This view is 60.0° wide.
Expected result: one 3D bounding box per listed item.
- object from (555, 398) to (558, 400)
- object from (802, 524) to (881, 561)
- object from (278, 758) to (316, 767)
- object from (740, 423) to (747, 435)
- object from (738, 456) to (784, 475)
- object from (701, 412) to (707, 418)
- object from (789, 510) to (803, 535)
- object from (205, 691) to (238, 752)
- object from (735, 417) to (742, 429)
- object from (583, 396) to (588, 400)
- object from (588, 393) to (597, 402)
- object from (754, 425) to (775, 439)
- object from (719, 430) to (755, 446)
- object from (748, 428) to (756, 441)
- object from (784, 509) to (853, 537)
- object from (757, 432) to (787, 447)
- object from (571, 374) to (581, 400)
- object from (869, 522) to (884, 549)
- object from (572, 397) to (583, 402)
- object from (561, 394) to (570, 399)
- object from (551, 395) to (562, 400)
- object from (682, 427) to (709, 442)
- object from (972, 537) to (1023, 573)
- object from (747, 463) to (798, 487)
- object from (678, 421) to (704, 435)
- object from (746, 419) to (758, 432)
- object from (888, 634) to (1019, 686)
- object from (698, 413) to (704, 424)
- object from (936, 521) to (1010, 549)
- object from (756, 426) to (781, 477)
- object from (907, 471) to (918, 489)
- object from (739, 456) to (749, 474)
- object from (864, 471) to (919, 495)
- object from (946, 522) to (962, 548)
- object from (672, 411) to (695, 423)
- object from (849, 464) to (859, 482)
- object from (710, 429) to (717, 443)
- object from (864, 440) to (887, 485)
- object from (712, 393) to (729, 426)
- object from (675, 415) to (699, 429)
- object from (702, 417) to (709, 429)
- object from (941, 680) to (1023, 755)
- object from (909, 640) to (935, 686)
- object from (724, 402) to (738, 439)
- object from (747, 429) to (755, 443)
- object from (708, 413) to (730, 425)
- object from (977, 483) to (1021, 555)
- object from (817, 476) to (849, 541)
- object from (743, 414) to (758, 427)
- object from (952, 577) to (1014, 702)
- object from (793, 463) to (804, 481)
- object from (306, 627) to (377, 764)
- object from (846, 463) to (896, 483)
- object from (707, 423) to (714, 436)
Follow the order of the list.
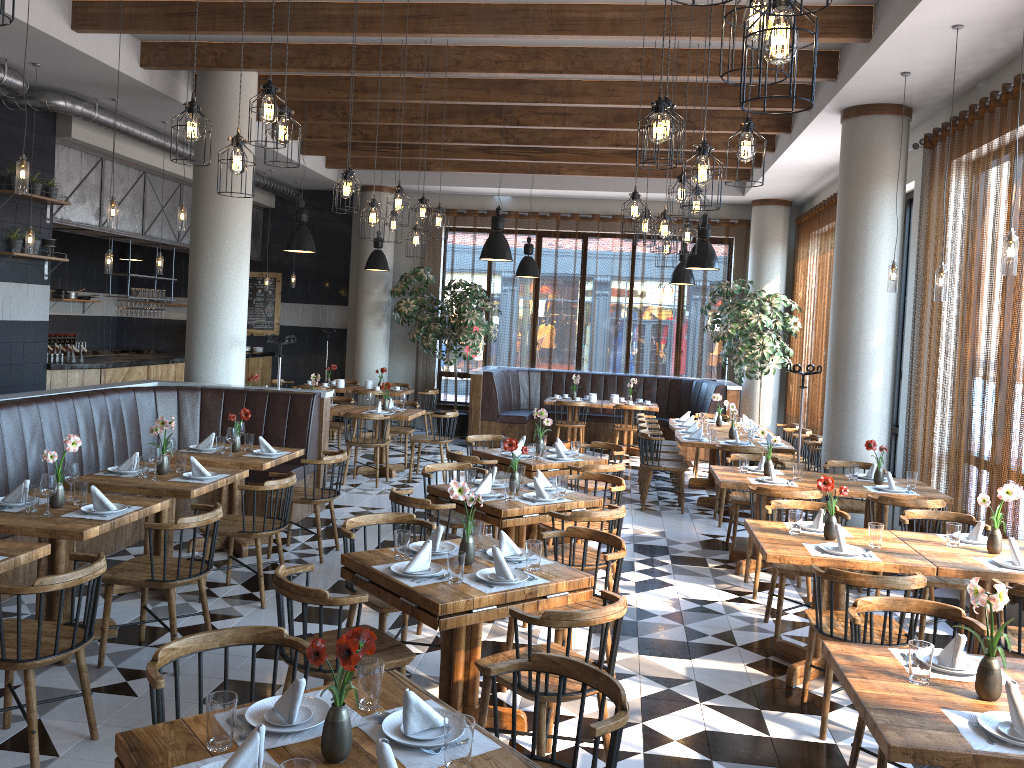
[{"bbox_3d":[0.678,0.231,13.564,0.053,0.025,0.049,3,3,-4],"label":"object"},{"bbox_3d":[1.766,0.832,4.752,0.352,0.137,0.272,3,3,7],"label":"object"},{"bbox_3d":[-0.477,0.909,1.951,0.080,0.132,0.080,4,2,32],"label":"object"},{"bbox_3d":[2.637,0.515,10.110,0.080,0.132,0.080,3,2,-8],"label":"object"},{"bbox_3d":[2.100,0.665,7.461,0.352,0.137,0.272,3,3,7],"label":"object"},{"bbox_3d":[2.416,0.430,11.196,0.080,0.132,0.080,3,2,-8],"label":"object"},{"bbox_3d":[1.637,0.803,5.120,0.080,0.132,0.080,3,2,-8],"label":"object"},{"bbox_3d":[-0.751,0.872,2.284,0.080,0.132,0.080,4,2,32],"label":"object"},{"bbox_3d":[2.752,0.476,10.770,0.080,0.132,0.080,3,2,-8],"label":"object"},{"bbox_3d":[1.189,0.218,13.838,0.176,0.067,0.176,4,4,17],"label":"object"},{"bbox_3d":[1.229,0.211,13.521,0.129,0.128,0.130,1,3,-39],"label":"object"},{"bbox_3d":[2.828,0.534,9.936,0.272,0.137,0.352,3,4,7],"label":"object"},{"bbox_3d":[2.356,0.554,9.284,0.352,0.137,0.272,3,3,7],"label":"object"},{"bbox_3d":[2.603,0.546,9.630,0.080,0.132,0.080,3,2,-8],"label":"object"},{"bbox_3d":[1.827,0.799,5.281,0.352,0.137,0.272,3,3,7],"label":"object"},{"bbox_3d":[2.756,0.570,9.367,0.272,0.137,0.352,3,4,7],"label":"object"},{"bbox_3d":[0.986,0.054,13.649,0.146,0.399,0.207,2,2,-26],"label":"object"},{"bbox_3d":[2.008,0.838,4.893,0.080,0.132,0.080,3,2,-8],"label":"object"},{"bbox_3d":[0.988,0.238,13.386,0.176,0.067,0.175,6,5,42],"label":"object"},{"bbox_3d":[0.841,0.194,13.914,0.175,0.067,0.176,0,5,-38],"label":"object"},{"bbox_3d":[0.689,0.203,13.662,0.175,0.067,0.176,3,4,-1],"label":"object"},{"bbox_3d":[1.966,0.520,9.489,0.272,0.137,0.352,3,4,7],"label":"object"},{"bbox_3d":[2.647,0.886,4.642,0.352,0.137,0.272,3,3,7],"label":"object"},{"bbox_3d":[2.040,0.698,6.932,0.352,0.137,0.272,3,3,7],"label":"object"},{"bbox_3d":[2.038,0.485,10.058,0.272,0.137,0.352,3,4,7],"label":"object"},{"bbox_3d":[2.910,0.494,10.595,0.272,0.137,0.352,3,4,7],"label":"object"},{"bbox_3d":[1.558,0.932,3.136,0.352,0.137,0.272,3,3,7],"label":"object"},{"bbox_3d":[2.365,0.434,11.097,0.080,0.132,0.080,3,2,-8],"label":"object"},{"bbox_3d":[2.707,0.853,5.172,0.352,0.137,0.272,3,3,7],"label":"object"},{"bbox_3d":[2.082,0.549,7.221,0.206,0.399,0.146,2,2,-29],"label":"object"},{"bbox_3d":[3.141,0.756,6.963,0.080,0.132,0.080,4,2,32],"label":"object"},{"bbox_3d":[1.910,0.669,7.297,0.080,0.132,0.080,3,2,-8],"label":"object"},{"bbox_3d":[2.920,0.752,6.822,0.352,0.137,0.272,3,3,7],"label":"object"},{"bbox_3d":[2.498,0.855,5.013,0.080,0.132,0.080,5,3,42],"label":"object"},{"bbox_3d":[2.192,0.409,11.290,0.272,0.137,0.352,3,4,7],"label":"object"},{"bbox_3d":[2.771,0.721,7.190,0.080,0.132,0.080,4,2,32],"label":"object"},{"bbox_3d":[2.105,0.545,9.271,0.080,0.132,0.080,3,2,-8],"label":"object"},{"bbox_3d":[2.911,0.622,7.107,0.171,0.355,0.156,4,2,30],"label":"object"},{"bbox_3d":[2.566,0.320,10.948,0.206,0.399,0.146,3,2,6],"label":"object"},{"bbox_3d":[2.120,0.444,10.717,0.272,0.137,0.352,3,4,7],"label":"object"},{"bbox_3d":[2.295,0.468,10.543,0.080,0.132,0.080,3,2,-8],"label":"object"},{"bbox_3d":[1.497,0.965,2.607,0.352,0.137,0.272,3,3,7],"label":"object"},{"bbox_3d":[1.367,0.936,2.967,0.080,0.132,0.080,3,2,-8],"label":"object"},{"bbox_3d":[2.391,0.397,9.685,0.146,0.399,0.207,3,2,12],"label":"object"},{"bbox_3d":[2.542,0.555,9.451,0.080,0.132,0.080,3,2,-8],"label":"object"},{"bbox_3d":[2.601,0.427,11.347,0.352,0.137,0.272,3,3,7],"label":"object"},{"bbox_3d":[2.672,0.740,4.873,0.207,0.399,0.146,3,2,11],"label":"object"},{"bbox_3d":[1.815,0.704,5.066,0.156,0.355,0.171,3,2,-14],"label":"object"},{"bbox_3d":[2.986,0.457,11.201,0.272,0.137,0.352,3,4,7],"label":"object"},{"bbox_3d":[1.524,0.817,2.861,0.146,0.399,0.207,3,2,0],"label":"object"},{"bbox_3d":[2.281,0.704,7.070,0.080,0.132,0.080,3,2,-8],"label":"object"},{"bbox_3d":[-0.424,0.781,2.218,0.156,0.355,0.171,2,2,-36],"label":"object"},{"bbox_3d":[2.980,0.719,7.352,0.352,0.137,0.272,3,3,7],"label":"object"},{"bbox_3d":[2.214,0.508,9.894,0.080,0.132,0.080,3,2,-8],"label":"object"}]
